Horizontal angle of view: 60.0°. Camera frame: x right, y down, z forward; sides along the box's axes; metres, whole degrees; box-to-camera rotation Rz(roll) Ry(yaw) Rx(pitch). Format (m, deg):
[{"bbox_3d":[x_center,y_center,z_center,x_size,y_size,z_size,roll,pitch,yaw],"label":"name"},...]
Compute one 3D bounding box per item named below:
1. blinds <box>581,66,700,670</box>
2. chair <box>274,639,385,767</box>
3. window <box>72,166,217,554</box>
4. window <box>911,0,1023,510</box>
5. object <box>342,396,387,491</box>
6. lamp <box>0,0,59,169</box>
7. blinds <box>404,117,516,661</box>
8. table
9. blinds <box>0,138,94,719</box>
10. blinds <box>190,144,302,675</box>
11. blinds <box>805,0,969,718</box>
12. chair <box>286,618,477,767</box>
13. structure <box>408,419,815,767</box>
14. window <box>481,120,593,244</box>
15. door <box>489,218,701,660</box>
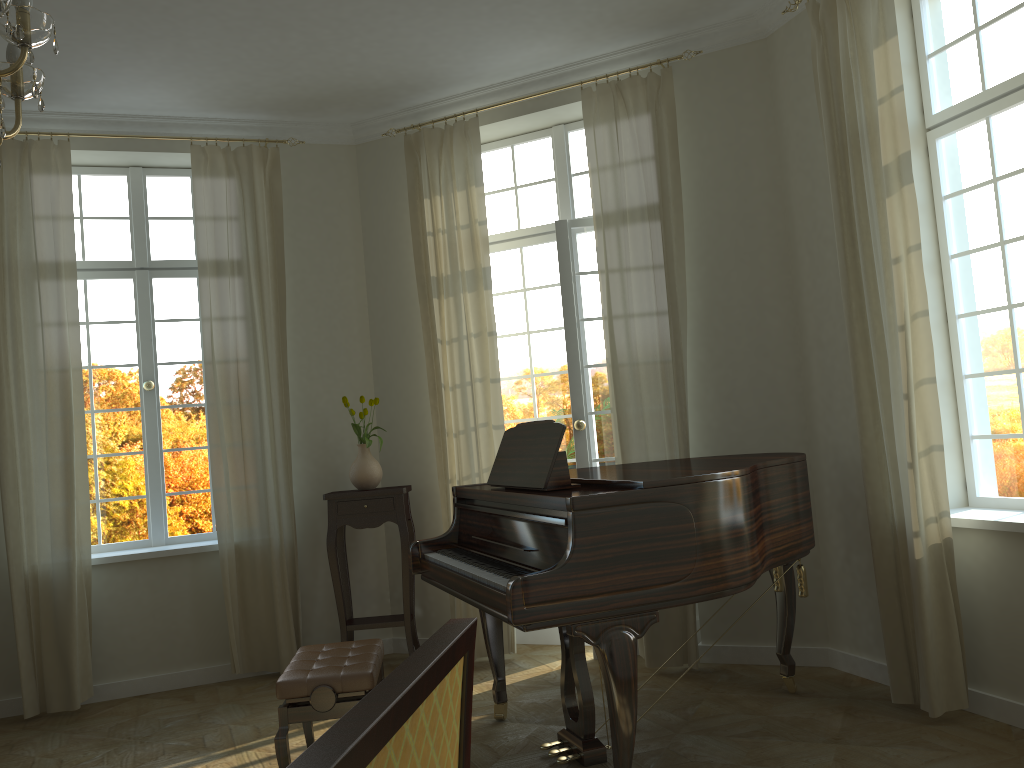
[{"bbox_3d":[0.793,-0.104,5.040,0.554,3.386,0.162,-6,-4,20],"label":"blinds"},{"bbox_3d":[-0.696,1.374,3.549,0.385,0.563,0.638,-5,-3,-5],"label":"chair"},{"bbox_3d":[-2.418,-0.196,5.878,1.400,2.550,0.181,-4,-4,-20],"label":"window"},{"bbox_3d":[2.301,-0.728,3.665,0.181,2.550,1.400,-4,-4,-20],"label":"window"},{"bbox_3d":[-0.950,0.375,5.701,0.264,0.609,0.242,-2,-4,-40],"label":"object"},{"bbox_3d":[-1.438,-1.253,2.020,0.661,1.466,0.662,-5,-3,-5],"label":"lamp"},{"bbox_3d":[-0.306,0.027,5.610,0.552,3.386,0.159,-6,-4,22],"label":"blinds"},{"bbox_3d":[-0.874,1.232,5.653,0.522,1.114,0.344,-5,-3,0],"label":"table"},{"bbox_3d":[-2.803,0.210,5.185,0.554,3.385,0.162,-4,-3,-15],"label":"blinds"},{"bbox_3d":[-1.653,0.142,5.655,0.552,3.381,0.159,-4,-4,-17],"label":"blinds"},{"bbox_3d":[1.674,-0.238,4.047,0.162,3.384,0.554,-4,-3,-15],"label":"blinds"},{"bbox_3d":[-0.397,0.942,1.168,0.671,1.083,0.730,-5,-3,10],"label":"chair"},{"bbox_3d":[0.622,0.845,3.951,1.856,1.439,1.514,-4,-4,-20],"label":"structure"},{"bbox_3d":[0.341,-1.363,5.841,1.380,0.680,0.055,-6,-4,25],"label":"window"},{"bbox_3d":[0.408,0.330,5.574,1.385,2.690,0.425,-6,-4,25],"label":"door"}]
